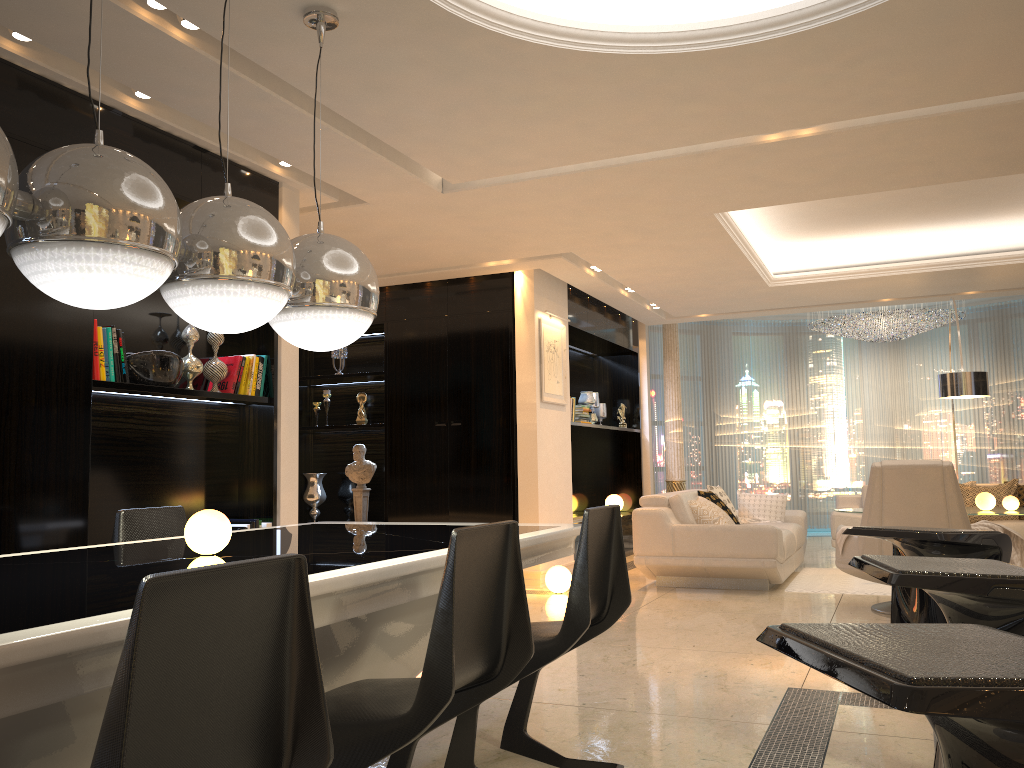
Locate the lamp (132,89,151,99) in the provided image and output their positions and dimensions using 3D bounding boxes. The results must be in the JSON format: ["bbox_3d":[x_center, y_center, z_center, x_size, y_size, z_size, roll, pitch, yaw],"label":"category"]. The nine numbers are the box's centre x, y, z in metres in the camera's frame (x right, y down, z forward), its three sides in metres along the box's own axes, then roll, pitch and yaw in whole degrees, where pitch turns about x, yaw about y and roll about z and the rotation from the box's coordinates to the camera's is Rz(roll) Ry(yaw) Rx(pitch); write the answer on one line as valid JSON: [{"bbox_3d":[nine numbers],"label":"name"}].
[{"bbox_3d":[-1.643,-1.343,3.960,0.107,0.127,0.107,-1,-5,5],"label":"lamp"}]

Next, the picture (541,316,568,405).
[{"bbox_3d":[0.366,-0.191,7.797,0.027,0.729,0.610,-3,-6,23],"label":"picture"}]

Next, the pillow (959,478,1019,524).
[{"bbox_3d":[4.417,1.101,8.264,0.575,0.436,0.301,-4,-6,29],"label":"pillow"}]

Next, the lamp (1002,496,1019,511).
[{"bbox_3d":[3.884,0.928,6.905,0.115,0.115,0.115,4,-7,-41],"label":"lamp"}]

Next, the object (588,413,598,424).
[{"bbox_3d":[0.872,0.399,9.636,0.119,0.154,0.119,-5,-6,33],"label":"object"}]

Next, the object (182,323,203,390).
[{"bbox_3d":[-1.633,-0.165,4.503,0.121,0.416,0.121,-3,-6,19],"label":"object"}]

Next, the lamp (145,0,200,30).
[{"bbox_3d":[-1.243,-1.416,3.273,0.107,0.127,0.271,-3,-6,23],"label":"lamp"}]

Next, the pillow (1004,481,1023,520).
[{"bbox_3d":[4.775,1.077,8.081,0.301,0.436,0.575,3,-7,-35],"label":"pillow"}]

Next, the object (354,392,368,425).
[{"bbox_3d":[-1.412,0.234,8.341,0.116,0.318,0.113,-3,-6,23],"label":"object"}]

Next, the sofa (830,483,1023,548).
[{"bbox_3d":[4.248,1.319,8.307,2.328,0.754,1.145,-3,-6,23],"label":"sofa"}]

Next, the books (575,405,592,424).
[{"bbox_3d":[0.657,0.322,9.039,0.260,0.197,0.296,-4,-6,26],"label":"books"}]

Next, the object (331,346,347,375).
[{"bbox_3d":[-1.627,-0.251,8.355,0.155,0.347,0.155,-1,-5,4],"label":"object"}]

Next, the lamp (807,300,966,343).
[{"bbox_3d":[4.670,-0.864,11.140,2.109,0.685,2.109,1,-6,-21],"label":"lamp"}]

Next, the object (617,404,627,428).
[{"bbox_3d":[1.265,0.373,10.190,0.116,0.293,0.182,-3,-6,21],"label":"object"}]

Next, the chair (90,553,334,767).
[{"bbox_3d":[-0.598,0.693,1.308,0.496,0.858,0.523,-3,-6,23],"label":"chair"}]

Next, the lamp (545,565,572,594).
[{"bbox_3d":[0.366,1.534,6.962,0.213,0.214,0.212,2,-6,-27],"label":"lamp"}]

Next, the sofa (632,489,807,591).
[{"bbox_3d":[1.934,1.323,7.901,1.145,0.754,2.328,-3,-6,23],"label":"sofa"}]

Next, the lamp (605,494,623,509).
[{"bbox_3d":[1.186,1.388,10.290,0.212,0.214,0.213,0,-6,-16],"label":"lamp"}]

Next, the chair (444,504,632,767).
[{"bbox_3d":[0.091,0.829,2.874,0.496,0.858,0.523,-3,-6,23],"label":"chair"}]

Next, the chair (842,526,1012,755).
[{"bbox_3d":[1.244,0.816,2.601,0.380,0.789,0.380,3,-6,-34],"label":"chair"}]

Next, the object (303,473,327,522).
[{"bbox_3d":[-1.904,1.127,8.562,0.221,0.522,0.221,-4,-6,28],"label":"object"}]

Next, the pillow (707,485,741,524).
[{"bbox_3d":[2.007,1.140,8.319,0.255,0.399,0.526,-3,-6,23],"label":"pillow"}]

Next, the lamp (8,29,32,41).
[{"bbox_3d":[-1.882,-1.390,3.415,0.107,0.127,0.107,-1,-5,5],"label":"lamp"}]

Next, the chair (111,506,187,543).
[{"bbox_3d":[-1.172,0.891,3.289,0.496,0.858,0.523,-3,-6,23],"label":"chair"}]

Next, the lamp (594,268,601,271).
[{"bbox_3d":[0.748,-1.038,7.648,0.107,0.127,0.107,-5,-7,35],"label":"lamp"}]

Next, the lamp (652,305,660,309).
[{"bbox_3d":[1.541,-0.868,9.463,0.107,0.127,0.107,-1,-5,5],"label":"lamp"}]

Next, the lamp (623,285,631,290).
[{"bbox_3d":[1.115,-0.966,8.483,0.107,0.127,0.107,-5,-7,35],"label":"lamp"}]

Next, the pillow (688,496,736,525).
[{"bbox_3d":[1.689,1.113,7.457,0.351,0.329,0.521,-3,-6,23],"label":"pillow"}]

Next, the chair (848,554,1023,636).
[{"bbox_3d":[0.879,0.734,1.669,0.380,0.789,0.380,-2,-5,6],"label":"chair"}]

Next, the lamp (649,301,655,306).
[{"bbox_3d":[1.494,-0.891,9.344,0.107,0.127,0.107,-1,-5,5],"label":"lamp"}]

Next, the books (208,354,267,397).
[{"bbox_3d":[-1.485,-0.047,4.805,0.189,0.238,0.290,-3,-6,22],"label":"books"}]

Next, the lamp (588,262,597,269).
[{"bbox_3d":[0.702,-1.047,7.543,0.107,0.127,0.107,-5,-7,35],"label":"lamp"}]

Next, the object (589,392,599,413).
[{"bbox_3d":[0.911,0.311,10.021,0.156,0.426,0.156,-4,-6,29],"label":"object"}]

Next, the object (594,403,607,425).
[{"bbox_3d":[1.022,0.385,10.249,0.147,0.317,0.147,-4,-6,25],"label":"object"}]

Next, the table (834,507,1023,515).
[{"bbox_3d":[3.706,1.287,7.050,2.140,0.565,0.999,-3,-6,23],"label":"table"}]

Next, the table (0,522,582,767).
[{"bbox_3d":[-0.868,0.844,2.338,1.293,0.759,3.031,-3,-6,23],"label":"table"}]

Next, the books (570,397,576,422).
[{"bbox_3d":[0.500,0.256,8.627,0.212,0.261,0.210,-3,-6,23],"label":"books"}]

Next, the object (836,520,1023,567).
[{"bbox_3d":[2.834,1.179,5.718,0.972,0.580,1.347,2,-6,-29],"label":"object"}]

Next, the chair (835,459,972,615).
[{"bbox_3d":[2.619,0.989,5.770,1.027,0.991,0.983,-3,-6,23],"label":"chair"}]

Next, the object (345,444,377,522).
[{"bbox_3d":[-1.410,0.959,8.298,0.221,0.794,0.308,3,-7,-39],"label":"object"}]

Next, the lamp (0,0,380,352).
[{"bbox_3d":[-0.961,-0.780,2.492,0.408,1.226,1.827,-3,-6,23],"label":"lamp"}]

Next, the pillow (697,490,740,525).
[{"bbox_3d":[1.863,1.116,7.882,0.323,0.355,0.524,-3,-6,24],"label":"pillow"}]

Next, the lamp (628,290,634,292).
[{"bbox_3d":[1.165,-0.956,8.594,0.107,0.127,0.107,-1,-5,5],"label":"lamp"}]

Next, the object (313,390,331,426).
[{"bbox_3d":[-1.818,0.235,8.479,0.176,0.361,0.079,-1,-5,5],"label":"object"}]

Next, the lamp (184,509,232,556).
[{"bbox_3d":[-0.845,0.412,2.467,0.125,0.125,0.125,0,-6,-16],"label":"lamp"}]

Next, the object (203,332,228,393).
[{"bbox_3d":[-1.550,-0.252,4.640,0.121,0.612,0.121,-3,-6,19],"label":"object"}]

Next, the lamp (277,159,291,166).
[{"bbox_3d":[-1.240,-1.264,4.876,0.107,0.127,0.107,-1,-5,5],"label":"lamp"}]

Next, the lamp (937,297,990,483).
[{"bbox_3d":[4.189,0.431,8.287,0.393,2.519,2.009,-3,-6,23],"label":"lamp"}]

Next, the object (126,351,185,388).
[{"bbox_3d":[-1.714,-0.062,4.238,0.193,0.177,0.375,-4,-6,24],"label":"object"}]

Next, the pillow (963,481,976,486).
[{"bbox_3d":[4.155,1.129,8.457,0.587,0.429,0.288,-1,-5,-2],"label":"pillow"}]

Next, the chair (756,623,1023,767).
[{"bbox_3d":[0.508,0.671,0.925,0.380,0.789,0.380,0,-5,-9],"label":"chair"}]

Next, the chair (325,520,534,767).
[{"bbox_3d":[-0.257,0.760,2.083,0.496,0.858,0.523,-3,-6,23],"label":"chair"}]

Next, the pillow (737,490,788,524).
[{"bbox_3d":[2.357,1.176,8.479,0.521,0.325,0.281,-5,-6,33],"label":"pillow"}]

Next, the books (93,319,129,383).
[{"bbox_3d":[-1.855,-0.135,3.966,0.210,0.270,0.236,-3,-6,23],"label":"books"}]

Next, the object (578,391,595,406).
[{"bbox_3d":[0.807,0.276,9.532,0.181,0.381,0.181,-3,-6,18],"label":"object"}]

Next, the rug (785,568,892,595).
[{"bbox_3d":[3.730,1.579,7.003,2.900,0.020,1.661,-3,-6,23],"label":"rug"}]

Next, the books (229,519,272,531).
[{"bbox_3d":[-1.469,0.867,4.685,0.222,0.296,0.345,-3,-6,23],"label":"books"}]

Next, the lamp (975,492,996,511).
[{"bbox_3d":[3.725,0.924,6.975,0.143,0.143,0.143,-2,-5,8],"label":"lamp"}]
